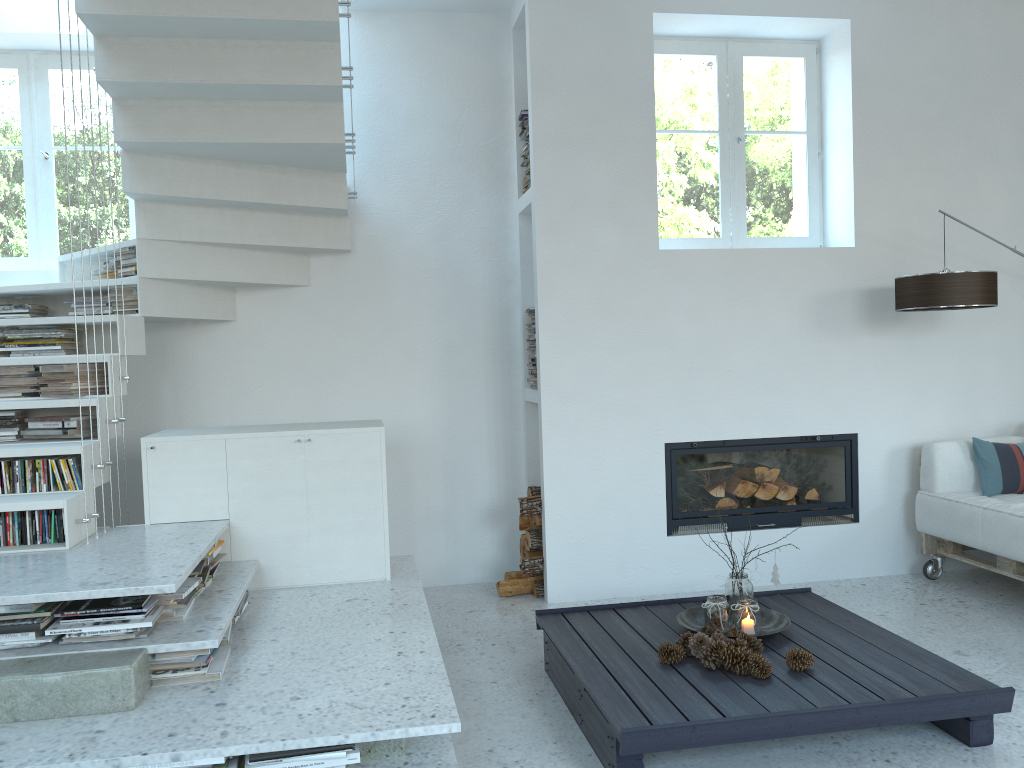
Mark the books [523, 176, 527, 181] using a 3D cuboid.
[{"bbox_3d":[0.209,-1.137,4.913,0.290,0.008,0.147,-2,2,-6],"label":"books"}]

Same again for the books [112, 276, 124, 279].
[{"bbox_3d":[-1.937,-0.533,4.495,0.133,0.019,0.216,-3,2,-35],"label":"books"}]

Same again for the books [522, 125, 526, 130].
[{"bbox_3d":[0.200,-1.410,4.910,0.289,0.006,0.164,-2,2,-6],"label":"books"}]

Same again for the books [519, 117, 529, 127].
[{"bbox_3d":[0.200,-1.448,4.904,0.299,0.006,0.192,-2,2,-10],"label":"books"}]

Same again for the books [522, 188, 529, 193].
[{"bbox_3d":[0.210,-1.072,4.921,0.290,0.007,0.130,-2,2,-15],"label":"books"}]

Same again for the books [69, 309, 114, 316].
[{"bbox_3d":[-2.028,-0.351,4.400,0.265,0.017,0.174,-1,2,19],"label":"books"}]

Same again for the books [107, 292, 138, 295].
[{"bbox_3d":[-1.803,-0.433,4.316,0.159,0.007,0.285,-1,2,16],"label":"books"}]

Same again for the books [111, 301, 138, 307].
[{"bbox_3d":[-1.793,-0.385,4.316,0.173,0.018,0.238,-1,2,17],"label":"books"}]

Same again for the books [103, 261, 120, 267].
[{"bbox_3d":[-1.947,-0.602,4.485,0.173,0.014,0.196,-3,2,-40],"label":"books"}]

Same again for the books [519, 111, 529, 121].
[{"bbox_3d":[0.187,-1.488,4.919,0.288,0.017,0.136,-2,2,-6],"label":"books"}]

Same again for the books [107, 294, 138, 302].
[{"bbox_3d":[-1.791,-0.413,4.309,0.200,0.023,0.262,-1,2,17],"label":"books"}]

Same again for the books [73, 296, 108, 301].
[{"bbox_3d":[-2.031,-0.417,4.396,0.199,0.016,0.182,-2,2,11],"label":"books"}]

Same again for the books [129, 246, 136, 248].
[{"bbox_3d":[-1.758,-0.654,4.300,0.160,0.014,0.226,0,2,43],"label":"books"}]

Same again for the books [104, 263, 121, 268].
[{"bbox_3d":[-1.951,-0.589,4.482,0.175,0.012,0.265,-3,2,-38],"label":"books"}]

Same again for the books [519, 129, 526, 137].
[{"bbox_3d":[0.196,-1.396,4.938,0.300,0.007,0.127,-2,2,-10],"label":"books"}]

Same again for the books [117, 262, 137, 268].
[{"bbox_3d":[-1.750,-0.569,4.299,0.163,0.010,0.256,-1,2,35],"label":"books"}]

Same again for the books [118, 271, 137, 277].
[{"bbox_3d":[-1.762,-0.530,4.312,0.142,0.015,0.247,-1,2,38],"label":"books"}]

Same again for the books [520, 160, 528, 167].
[{"bbox_3d":[0.205,-1.224,4.916,0.297,0.007,0.147,-2,2,-9],"label":"books"}]

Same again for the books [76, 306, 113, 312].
[{"bbox_3d":[-2.023,-0.371,4.421,0.230,0.022,0.140,-2,2,13],"label":"books"}]

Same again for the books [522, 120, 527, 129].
[{"bbox_3d":[0.200,-1.432,4.904,0.281,0.014,0.170,-2,2,-5],"label":"books"}]

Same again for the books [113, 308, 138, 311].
[{"bbox_3d":[-1.793,-0.357,4.317,0.168,0.008,0.241,-1,2,18],"label":"books"}]

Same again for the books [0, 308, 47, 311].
[{"bbox_3d":[-2.522,-0.369,4.472,0.262,0.006,0.184,-2,2,-4],"label":"books"}]

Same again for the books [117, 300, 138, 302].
[{"bbox_3d":[-1.803,-0.397,4.318,0.144,0.008,0.207,-2,2,10],"label":"books"}]

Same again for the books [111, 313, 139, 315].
[{"bbox_3d":[-1.797,-0.334,4.319,0.153,0.009,0.260,-1,2,19],"label":"books"}]

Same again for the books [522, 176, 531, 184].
[{"bbox_3d":[0.210,-1.128,4.912,0.282,0.010,0.169,-2,2,-10],"label":"books"}]

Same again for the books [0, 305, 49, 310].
[{"bbox_3d":[-2.523,-0.381,4.485,0.288,0.017,0.150,-2,2,5],"label":"books"}]

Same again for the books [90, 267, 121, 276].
[{"bbox_3d":[-1.972,-0.562,4.465,0.226,0.013,0.284,-3,2,-37],"label":"books"}]

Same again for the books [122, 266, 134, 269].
[{"bbox_3d":[-1.764,-0.560,4.312,0.133,0.009,0.209,0,2,44],"label":"books"}]

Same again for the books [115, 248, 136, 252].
[{"bbox_3d":[-1.772,-0.639,4.313,0.128,0.016,0.261,-1,2,41],"label":"books"}]

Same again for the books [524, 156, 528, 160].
[{"bbox_3d":[0.207,-1.263,4.907,0.249,0.006,0.189,-2,2,-13],"label":"books"}]

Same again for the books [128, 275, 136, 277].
[{"bbox_3d":[-1.762,-0.516,4.313,0.140,0.013,0.180,0,2,43],"label":"books"}]

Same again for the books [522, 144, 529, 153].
[{"bbox_3d":[0.200,-1.311,4.937,0.265,0.016,0.138,-2,2,-10],"label":"books"}]

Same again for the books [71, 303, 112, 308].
[{"bbox_3d":[-2.029,-0.386,4.400,0.233,0.010,0.170,-2,2,10],"label":"books"}]

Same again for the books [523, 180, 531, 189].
[{"bbox_3d":[0.212,-1.103,4.904,0.274,0.014,0.174,-2,2,-12],"label":"books"}]

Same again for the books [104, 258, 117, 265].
[{"bbox_3d":[-1.942,-0.621,4.489,0.156,0.014,0.300,-3,2,-40],"label":"books"}]

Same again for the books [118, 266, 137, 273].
[{"bbox_3d":[-1.751,-0.547,4.301,0.181,0.017,0.249,-1,2,40],"label":"books"}]

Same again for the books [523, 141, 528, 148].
[{"bbox_3d":[0.202,-1.328,4.918,0.267,0.017,0.155,-2,2,-6],"label":"books"}]

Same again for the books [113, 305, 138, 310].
[{"bbox_3d":[-1.792,-0.368,4.316,0.179,0.015,0.223,-2,2,14],"label":"books"}]

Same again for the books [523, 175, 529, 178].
[{"bbox_3d":[0.209,-1.151,4.908,0.264,0.019,0.170,-2,2,-11],"label":"books"}]

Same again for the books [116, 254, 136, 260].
[{"bbox_3d":[-1.771,-0.610,4.314,0.135,0.017,0.250,-1,2,40],"label":"books"}]

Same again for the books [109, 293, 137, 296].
[{"bbox_3d":[-1.801,-0.427,4.315,0.149,0.006,0.290,-1,2,19],"label":"books"}]

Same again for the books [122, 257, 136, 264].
[{"bbox_3d":[-1.746,-0.588,4.294,0.191,0.028,0.212,0,2,42],"label":"books"}]

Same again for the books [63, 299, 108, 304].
[{"bbox_3d":[-2.030,-0.407,4.398,0.299,0.006,0.192,-2,2,15],"label":"books"}]

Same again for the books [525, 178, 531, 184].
[{"bbox_3d":[0.210,-1.117,4.914,0.254,0.012,0.161,-2,2,-11],"label":"books"}]

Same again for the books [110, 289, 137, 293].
[{"bbox_3d":[-1.815,-0.444,4.318,0.132,0.016,0.262,-2,2,13],"label":"books"}]

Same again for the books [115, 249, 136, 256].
[{"bbox_3d":[-1.747,-0.625,4.292,0.175,0.012,0.283,-1,2,35],"label":"books"}]

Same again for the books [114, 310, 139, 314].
[{"bbox_3d":[-1.813,-0.345,4.323,0.130,0.015,0.210,-1,2,17],"label":"books"}]

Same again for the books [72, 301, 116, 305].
[{"bbox_3d":[-2.026,-0.398,4.412,0.254,0.012,0.160,-2,2,14],"label":"books"}]

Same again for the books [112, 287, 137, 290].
[{"bbox_3d":[-1.793,-0.456,4.312,0.163,0.008,0.266,-2,2,10],"label":"books"}]

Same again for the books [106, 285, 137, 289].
[{"bbox_3d":[-1.807,-0.464,4.315,0.158,0.007,0.300,-2,2,15],"label":"books"}]

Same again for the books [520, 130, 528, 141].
[{"bbox_3d":[0.202,-1.377,4.906,0.294,0.014,0.184,-2,2,-8],"label":"books"}]

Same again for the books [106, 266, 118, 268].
[{"bbox_3d":[-1.958,-0.576,4.476,0.184,0.013,0.230,-4,2,-45],"label":"books"}]

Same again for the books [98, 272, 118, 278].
[{"bbox_3d":[-1.957,-0.546,4.478,0.184,0.008,0.216,-4,2,-45],"label":"books"}]

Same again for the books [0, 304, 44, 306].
[{"bbox_3d":[-2.523,-0.393,4.490,0.239,0.008,0.160,-2,2,-1],"label":"books"}]

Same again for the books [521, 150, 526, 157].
[{"bbox_3d":[0.202,-1.279,4.934,0.292,0.013,0.127,-2,2,-14],"label":"books"}]

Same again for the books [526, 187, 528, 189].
[{"bbox_3d":[0.210,-1.081,4.924,0.264,0.012,0.143,-2,2,-11],"label":"books"}]

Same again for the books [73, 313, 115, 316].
[{"bbox_3d":[-2.025,-0.339,4.409,0.292,0.007,0.160,-2,2,12],"label":"books"}]
